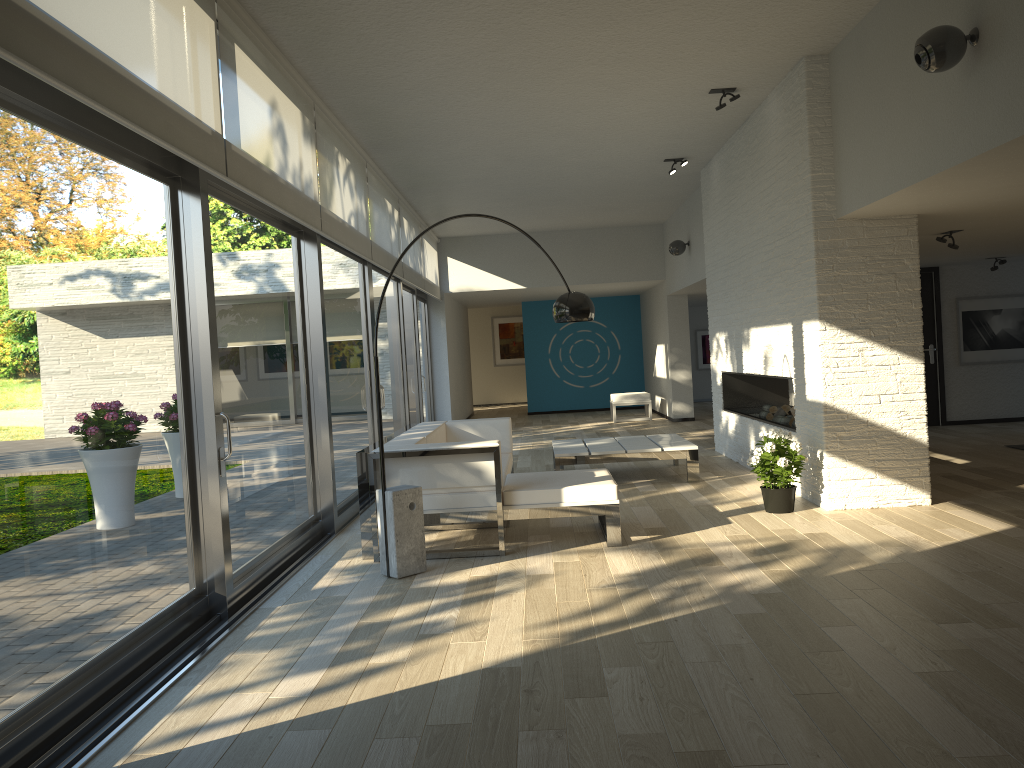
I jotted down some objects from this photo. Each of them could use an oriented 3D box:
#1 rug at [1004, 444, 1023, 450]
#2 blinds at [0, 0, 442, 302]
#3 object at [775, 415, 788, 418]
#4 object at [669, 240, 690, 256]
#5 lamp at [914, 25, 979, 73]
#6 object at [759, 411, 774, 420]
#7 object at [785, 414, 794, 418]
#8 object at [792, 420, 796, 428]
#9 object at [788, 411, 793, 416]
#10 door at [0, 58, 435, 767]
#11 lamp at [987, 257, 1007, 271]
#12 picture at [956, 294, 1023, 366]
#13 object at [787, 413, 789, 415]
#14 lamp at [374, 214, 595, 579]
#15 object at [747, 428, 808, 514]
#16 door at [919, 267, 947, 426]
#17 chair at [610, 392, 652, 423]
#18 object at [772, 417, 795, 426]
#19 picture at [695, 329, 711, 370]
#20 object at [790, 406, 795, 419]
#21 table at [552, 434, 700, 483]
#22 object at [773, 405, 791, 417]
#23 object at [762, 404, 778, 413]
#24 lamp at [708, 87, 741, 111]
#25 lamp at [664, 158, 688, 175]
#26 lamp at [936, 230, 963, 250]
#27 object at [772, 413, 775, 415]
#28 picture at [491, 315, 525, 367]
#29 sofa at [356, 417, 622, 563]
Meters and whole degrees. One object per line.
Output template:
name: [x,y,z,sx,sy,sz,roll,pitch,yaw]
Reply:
rug: [5.270,0.607,7.654,0.979,0.011,1.999,-3,2,2]
blinds: [-1.287,-1.573,7.969,0.056,0.983,11.533,-3,2,2]
object: [2.407,0.319,7.911,0.075,0.074,0.246,-3,2,0]
object: [2.185,-1.764,11.469,0.315,0.203,0.201,-3,1,2]
lamp: [1.982,-1.515,4.005,0.315,0.203,0.201,-3,1,2]
object: [2.421,0.301,8.448,0.075,0.074,0.246,-3,2,0]
object: [2.480,0.315,7.896,0.076,0.076,0.236,-3,2,0]
object: [2.391,0.338,7.342,0.075,0.074,0.246,-3,2,0]
object: [2.520,0.270,7.928,0.064,0.060,0.229,-3,2,3]
door: [-0.333,-0.145,9.820,19.439,2.373,22.955,-3,2,2]
lamp: [5.487,-1.354,10.027,0.234,0.153,0.135,-3,1,2]
picture: [5.932,-0.666,10.840,0.958,0.828,0.017,-3,1,2]
object: [2.574,0.293,8.441,0.082,0.073,0.237,-3,2,1]
lamp: [-0.077,-0.018,5.372,0.282,2.023,1.754,-2,2,44]
object: [1.817,0.590,6.058,0.405,0.571,0.431,-3,1,24]
door: [4.815,-0.439,10.899,0.920,1.947,0.108,-3,1,2]
chair: [1.938,0.374,14.505,0.611,0.442,0.610,-3,2,2]
object: [2.365,0.327,7.721,0.075,0.074,0.245,-4,2,-20]
picture: [4.251,-0.720,18.120,0.958,0.828,0.017,-3,1,2]
object: [2.486,0.274,7.727,0.064,0.165,0.225,-3,2,1]
table: [0.999,0.697,8.171,1.220,0.305,1.220,-3,2,2]
object: [2.443,0.266,8.009,0.093,0.170,0.272,-3,2,0]
object: [2.457,0.235,8.443,0.082,0.073,0.237,-3,2,1]
lamp: [1.596,-2.118,6.628,0.234,0.153,0.135,-3,1,2]
lamp: [1.660,-2.195,8.948,0.234,0.153,0.135,-3,1,2]
lamp: [3.512,-1.148,7.127,0.135,0.153,0.234,-3,2,2]
object: [2.494,0.297,8.433,0.076,0.076,0.236,-3,2,0]
picture: [0.219,-1.034,20.982,1.378,1.191,0.017,-3,1,2]
sofa: [-0.110,0.646,6.380,1.545,0.654,2.405,-3,2,2]
